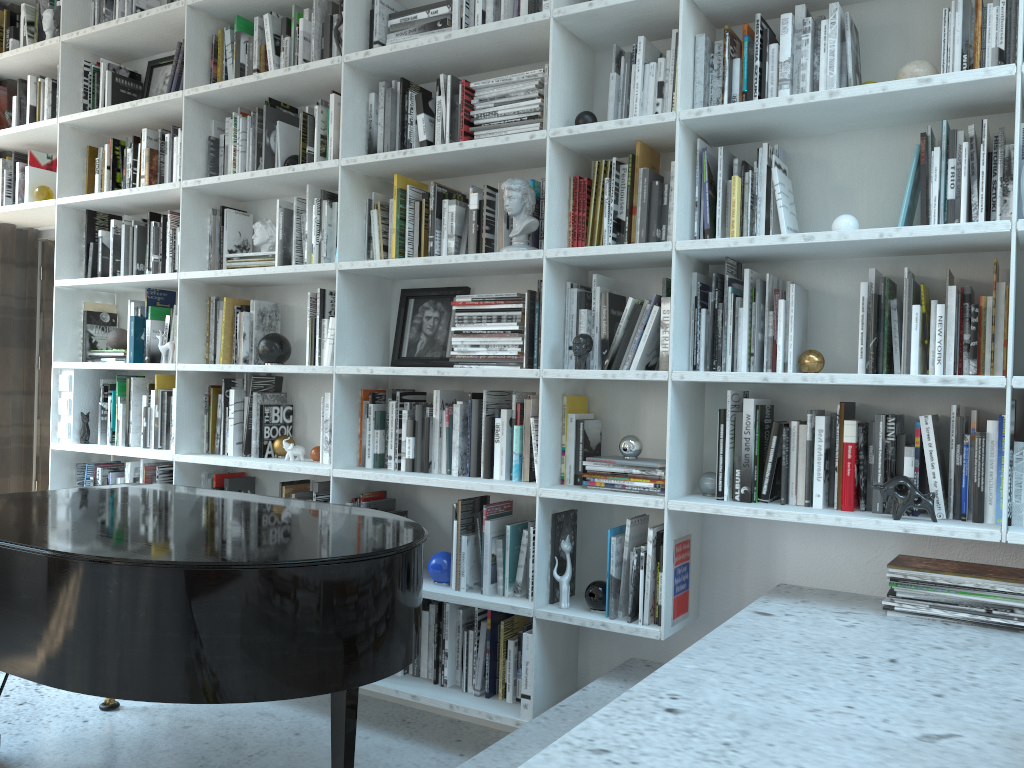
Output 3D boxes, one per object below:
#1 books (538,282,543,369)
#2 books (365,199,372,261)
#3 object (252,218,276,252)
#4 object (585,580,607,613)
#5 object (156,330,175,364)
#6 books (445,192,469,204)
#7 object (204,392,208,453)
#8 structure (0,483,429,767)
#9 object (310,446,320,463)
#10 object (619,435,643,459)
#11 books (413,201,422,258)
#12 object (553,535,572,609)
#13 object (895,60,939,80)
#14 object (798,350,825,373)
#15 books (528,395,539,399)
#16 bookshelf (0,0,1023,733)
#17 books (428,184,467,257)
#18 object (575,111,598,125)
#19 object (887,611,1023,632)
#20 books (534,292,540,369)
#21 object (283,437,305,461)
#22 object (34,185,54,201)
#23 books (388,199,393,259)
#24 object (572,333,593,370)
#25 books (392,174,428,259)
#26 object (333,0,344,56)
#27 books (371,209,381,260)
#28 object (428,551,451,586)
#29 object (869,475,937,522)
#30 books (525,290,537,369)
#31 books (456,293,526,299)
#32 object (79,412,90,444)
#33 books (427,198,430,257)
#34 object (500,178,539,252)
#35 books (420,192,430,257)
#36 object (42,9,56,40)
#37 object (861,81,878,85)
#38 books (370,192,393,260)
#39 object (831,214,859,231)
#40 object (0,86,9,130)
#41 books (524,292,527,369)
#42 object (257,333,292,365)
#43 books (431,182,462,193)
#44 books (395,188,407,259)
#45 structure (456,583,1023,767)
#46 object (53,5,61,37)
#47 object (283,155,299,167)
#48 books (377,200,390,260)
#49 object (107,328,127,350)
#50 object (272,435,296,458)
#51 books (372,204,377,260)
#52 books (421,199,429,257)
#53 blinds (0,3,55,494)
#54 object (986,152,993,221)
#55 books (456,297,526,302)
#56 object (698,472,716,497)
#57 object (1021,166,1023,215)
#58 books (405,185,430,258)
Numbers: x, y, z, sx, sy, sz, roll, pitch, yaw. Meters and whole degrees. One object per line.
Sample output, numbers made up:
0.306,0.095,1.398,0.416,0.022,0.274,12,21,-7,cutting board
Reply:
0.131,-0.187,2.956,0.011,0.288,0.152,2,0,31,books
-0.495,-0.554,3.331,0.012,0.254,0.161,2,0,31,books
-1.004,-0.603,3.627,0.095,0.157,0.121,2,0,44,object
0.270,0.651,2.726,0.094,0.095,0.093,2,0,-11,object
-1.448,-0.153,3.700,0.081,0.140,0.044,2,0,14,object
-0.198,-0.545,3.159,0.011,0.251,0.130,2,0,31,books
-1.238,0.162,3.763,0.012,0.254,0.161,2,0,31,object
-1.201,0.776,2.430,1.918,0.833,1.334,2,0,31,structure
-0.743,0.269,3.402,0.061,0.062,0.061,2,0,-11,object
0.361,0.191,2.693,0.071,0.072,0.071,2,0,-11,object
-0.304,-0.536,3.223,0.024,0.228,0.147,2,0,31,books
0.161,0.583,2.764,0.053,0.225,0.046,2,0,43,object
1.088,-0.811,2.384,0.111,0.113,0.111,2,0,8,object
0.846,-0.061,2.507,0.071,0.072,0.071,2,0,-11,object
0.087,0.180,2.990,0.010,0.284,0.132,2,0,31,books
-0.006,-0.324,2.962,6.296,3.142,0.330,2,0,31,bookshelf
-0.229,-0.554,3.145,0.027,0.268,0.190,2,0,31,books
0.232,-0.819,2.779,0.071,0.072,0.071,2,0,-11,object
1.173,0.605,2.320,0.345,0.007,0.193,1,0,26,object
0.120,-0.172,2.962,0.013,0.256,0.163,2,0,31,books
-0.844,0.251,3.435,0.078,0.095,0.060,2,0,-43,object
-2.273,-0.920,4.306,0.087,0.088,0.086,2,0,-11,object
-0.402,-0.548,3.280,0.026,0.248,0.139,2,0,31,books
0.215,-0.099,2.713,0.054,0.113,0.079,2,0,29,object
-0.368,-0.582,3.218,0.014,0.317,0.188,2,0,31,books
-0.618,-1.293,3.242,0.075,0.255,0.075,2,0,9,object
-0.458,-0.530,3.289,0.053,0.208,0.156,2,0,31,books
-0.234,0.630,3.042,0.109,0.110,0.109,2,0,8,object
0.988,0.288,2.242,0.160,0.114,0.064,2,0,18,object
0.095,-0.175,2.965,0.011,0.261,0.184,2,0,31,books
-0.044,-0.295,3.052,0.254,0.012,0.161,1,0,35,books
-1.928,0.199,4.003,0.045,0.146,0.045,2,0,-21,object
-0.252,-0.538,3.184,0.025,0.236,0.137,2,0,31,books
0.029,-0.535,2.856,0.137,0.244,0.138,2,0,-4,object
-0.278,-0.551,3.215,0.028,0.259,0.134,2,0,31,books
-2.166,-1.658,4.158,0.067,0.198,0.067,2,0,-17,object
0.976,-0.793,2.423,0.068,0.068,0.068,2,0,8,object
-0.481,-0.567,3.334,0.010,0.282,0.140,2,0,31,books
0.913,-0.428,2.430,0.071,0.072,0.071,2,0,-11,object
-2.561,-1.361,4.541,0.035,0.295,0.176,2,0,31,object
0.086,-0.171,2.973,0.012,0.254,0.161,2,0,31,books
-0.956,-0.138,3.570,0.134,0.135,0.133,2,0,-11,object
-0.238,-0.562,3.168,0.013,0.284,0.177,2,0,31,books
-0.357,-0.557,3.210,0.015,0.266,0.189,2,0,31,books
0.756,0.917,0.920,2.899,0.659,3.113,1,0,31,structure
-2.096,-1.657,4.116,0.067,0.198,0.067,2,0,-17,object
-0.850,-0.853,3.493,0.097,0.098,0.097,2,0,-11,object
-0.436,-0.546,3.290,0.042,0.242,0.162,2,0,31,books
-1.802,-0.204,4.071,0.105,0.106,0.105,2,0,8,object
-0.914,0.250,3.553,0.091,0.092,0.091,2,0,8,object
-0.473,-0.544,3.327,0.011,0.235,0.142,2,0,31,books
-0.272,-0.535,3.187,0.012,0.228,0.169,2,0,31,books
-2.549,-0.452,4.687,0.140,3.231,0.776,2,0,31,blinds
1.250,-0.487,2.316,0.014,0.208,0.130,2,0,31,object
-0.043,-0.283,3.054,0.254,0.012,0.161,1,0,28,books
0.592,0.298,2.648,0.071,0.072,0.071,2,0,-11,object
1.256,-0.525,2.098,0.075,0.288,0.087,1,0,-24,object
-0.330,-0.563,3.212,0.010,0.281,0.170,2,0,31,books
